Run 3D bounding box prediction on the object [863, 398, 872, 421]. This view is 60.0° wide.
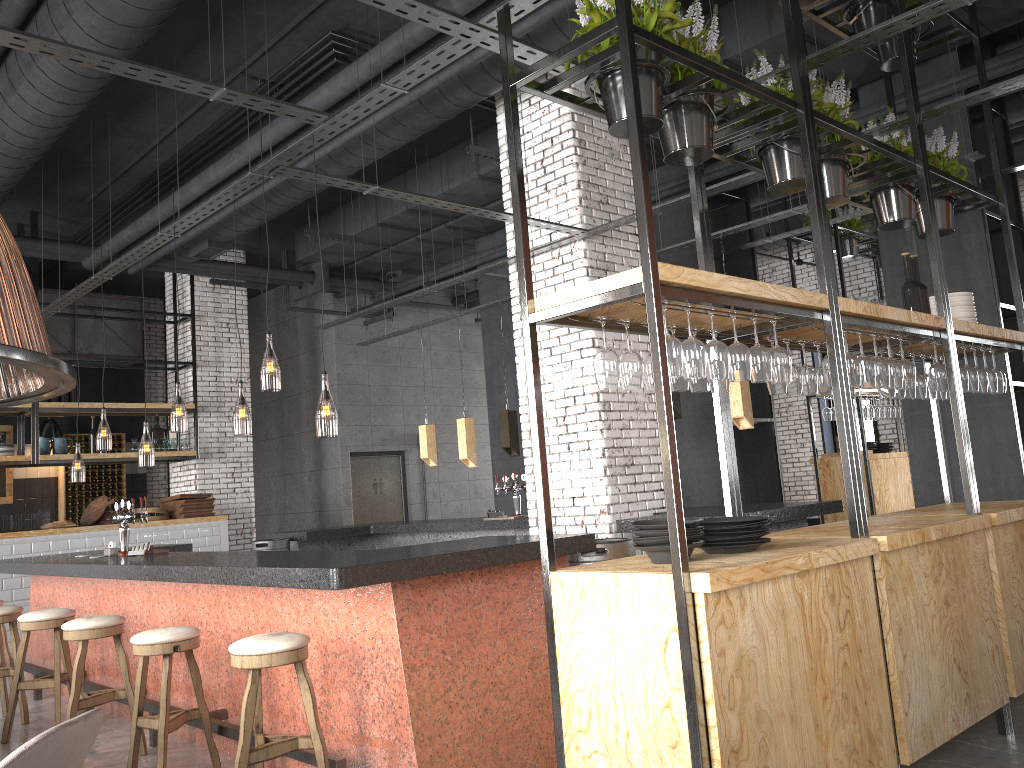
[{"bbox_3d":[4.282,0.305,10.680,0.101,0.268,0.100,-4,-8,-7],"label":"object"}]

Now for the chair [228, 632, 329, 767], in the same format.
[{"bbox_3d":[-0.963,1.468,3.734,0.439,0.808,0.479,-5,-8,5],"label":"chair"}]

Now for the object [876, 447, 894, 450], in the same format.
[{"bbox_3d":[4.339,0.776,10.421,0.306,0.044,0.305,2,-9,-42],"label":"object"}]

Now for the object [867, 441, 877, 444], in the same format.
[{"bbox_3d":[4.064,0.703,10.205,0.257,0.076,0.256,-4,-7,-6],"label":"object"}]

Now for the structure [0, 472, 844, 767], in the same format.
[{"bbox_3d":[-1.086,1.541,7.064,4.308,1.538,5.863,2,-10,-43],"label":"structure"}]

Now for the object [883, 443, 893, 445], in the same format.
[{"bbox_3d":[4.334,0.727,10.429,0.305,0.049,0.305,-2,-7,-18],"label":"object"}]

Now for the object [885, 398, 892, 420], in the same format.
[{"bbox_3d":[4.680,0.318,11.052,0.101,0.268,0.100,-3,-8,-12],"label":"object"}]

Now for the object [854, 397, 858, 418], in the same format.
[{"bbox_3d":[3.837,0.243,9.877,0.101,0.268,0.100,-4,-8,-7],"label":"object"}]

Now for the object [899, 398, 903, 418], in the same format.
[{"bbox_3d":[4.666,0.271,10.652,0.101,0.268,0.100,-4,-8,-7],"label":"object"}]

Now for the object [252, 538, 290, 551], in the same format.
[{"bbox_3d":[-2.434,2.108,9.032,0.399,1.038,0.396,-3,-8,-8],"label":"object"}]

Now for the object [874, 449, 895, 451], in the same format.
[{"bbox_3d":[4.340,0.791,10.419,0.306,0.041,0.305,-1,-8,-26],"label":"object"}]

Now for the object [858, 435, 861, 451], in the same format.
[{"bbox_3d":[3.819,0.602,9.924,0.070,0.369,0.107,3,-11,-44],"label":"object"}]

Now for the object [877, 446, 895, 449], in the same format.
[{"bbox_3d":[4.337,0.768,10.422,0.305,0.046,0.305,-5,-7,4],"label":"object"}]

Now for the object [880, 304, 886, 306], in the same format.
[{"bbox_3d":[4.857,-0.674,11.248,0.416,0.560,0.466,-1,-8,-24],"label":"object"}]

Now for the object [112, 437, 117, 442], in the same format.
[{"bbox_3d":[-6.139,0.851,13.635,0.079,0.079,0.283,2,-10,-43],"label":"object"}]

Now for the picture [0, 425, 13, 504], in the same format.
[{"bbox_3d":[-7.612,1.153,12.552,0.980,1.145,0.020,3,-11,-43],"label":"picture"}]

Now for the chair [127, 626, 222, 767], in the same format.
[{"bbox_3d":[-1.787,1.659,4.538,0.438,0.808,0.480,-8,-8,25],"label":"chair"}]

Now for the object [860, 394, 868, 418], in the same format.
[{"bbox_3d":[3.944,0.247,9.977,0.101,0.268,0.100,-4,-8,-7],"label":"object"}]

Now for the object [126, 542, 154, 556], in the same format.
[{"bbox_3d":[-2.685,1.189,6.395,0.177,0.091,0.091,-7,-8,21],"label":"object"}]

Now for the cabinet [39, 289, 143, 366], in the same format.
[{"bbox_3d":[-7.865,-0.443,11.450,5.861,1.773,0.680,2,-10,-43],"label":"cabinet"}]

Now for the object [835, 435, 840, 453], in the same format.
[{"bbox_3d":[3.762,0.714,10.196,0.056,0.249,0.056,-11,-10,38],"label":"object"}]

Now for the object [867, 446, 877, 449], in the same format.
[{"bbox_3d":[4.067,0.757,10.197,0.257,0.076,0.256,2,-10,-43],"label":"object"}]

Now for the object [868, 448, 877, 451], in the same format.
[{"bbox_3d":[4.070,0.780,10.193,0.257,0.068,0.256,0,-9,-36],"label":"object"}]

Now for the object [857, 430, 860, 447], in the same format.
[{"bbox_3d":[3.746,0.505,9.858,0.106,0.555,0.156,3,-11,-44],"label":"object"}]

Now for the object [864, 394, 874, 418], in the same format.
[{"bbox_3d":[4.052,0.250,10.078,0.101,0.268,0.100,-4,-8,-7],"label":"object"}]

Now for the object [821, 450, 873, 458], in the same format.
[{"bbox_3d":[3.770,0.791,9.980,0.411,0.050,0.410,2,-10,-44],"label":"object"}]

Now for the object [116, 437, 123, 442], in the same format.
[{"bbox_3d":[-6.060,0.851,13.688,0.079,0.079,0.283,2,-10,-43],"label":"object"}]

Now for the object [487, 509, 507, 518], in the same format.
[{"bbox_3d":[-0.143,1.238,8.456,0.177,0.091,0.091,-7,-8,21],"label":"object"}]

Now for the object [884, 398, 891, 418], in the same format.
[{"bbox_3d":[4.375,0.261,10.380,0.101,0.268,0.100,-4,-8,-7],"label":"object"}]

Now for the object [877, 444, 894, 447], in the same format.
[{"bbox_3d":[4.335,0.739,10.427,0.306,0.037,0.305,2,-9,-42],"label":"object"}]

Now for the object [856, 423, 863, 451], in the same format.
[{"bbox_3d":[3.867,0.604,9.970,0.070,0.369,0.107,3,-11,-44],"label":"object"}]

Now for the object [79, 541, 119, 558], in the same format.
[{"bbox_3d":[-3.310,1.295,6.931,0.200,0.106,0.765,2,-10,-43],"label":"object"}]

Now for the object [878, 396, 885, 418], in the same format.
[{"bbox_3d":[4.267,0.257,10.279,0.101,0.268,0.100,-4,-8,-7],"label":"object"}]

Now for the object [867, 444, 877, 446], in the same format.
[{"bbox_3d":[4.066,0.732,10.200,0.257,0.072,0.256,-7,-7,18],"label":"object"}]

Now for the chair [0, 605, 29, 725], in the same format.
[{"bbox_3d":[-3.596,1.973,6.222,0.438,0.808,0.479,-7,-8,20],"label":"chair"}]

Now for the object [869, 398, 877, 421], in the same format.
[{"bbox_3d":[4.378,0.308,10.770,0.101,0.268,0.100,-4,-8,-7],"label":"object"}]

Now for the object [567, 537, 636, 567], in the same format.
[{"bbox_3d":[0.515,1.359,4.727,0.399,1.038,0.396,-3,-8,-8],"label":"object"}]

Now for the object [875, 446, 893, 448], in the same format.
[{"bbox_3d":[4.337,0.753,10.425,0.306,0.042,0.305,-5,-7,4],"label":"object"}]

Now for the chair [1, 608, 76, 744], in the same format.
[{"bbox_3d":[-3.048,1.872,5.735,0.439,0.808,0.479,-4,-8,-5],"label":"chair"}]

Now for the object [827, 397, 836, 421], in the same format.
[{"bbox_3d":[3.642,0.283,10.082,0.101,0.268,0.100,-4,-8,-7],"label":"object"}]

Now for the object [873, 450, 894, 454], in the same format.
[{"bbox_3d":[4.341,0.802,10.418,0.306,0.035,0.305,-4,-7,-6],"label":"object"}]

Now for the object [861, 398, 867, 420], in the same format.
[{"bbox_3d":[4.180,0.301,10.585,0.101,0.268,0.100,-4,-8,-7],"label":"object"}]

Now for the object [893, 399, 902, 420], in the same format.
[{"bbox_3d":[4.895,0.325,11.254,0.101,0.268,0.100,-3,-8,-12],"label":"object"}]

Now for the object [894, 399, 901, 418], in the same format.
[{"bbox_3d":[4.572,0.268,10.565,0.101,0.268,0.100,-4,-8,-7],"label":"object"}]

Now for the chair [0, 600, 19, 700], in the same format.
[{"bbox_3d":[-4.218,2.108,6.937,0.480,0.808,0.438,-7,-8,15],"label":"chair"}]

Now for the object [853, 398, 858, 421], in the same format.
[{"bbox_3d":[4.073,0.297,10.484,0.101,0.268,0.100,-4,-8,-7],"label":"object"}]

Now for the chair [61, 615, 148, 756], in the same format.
[{"bbox_3d":[-2.417,1.738,5.032,0.480,0.808,0.438,-7,-8,20],"label":"chair"}]

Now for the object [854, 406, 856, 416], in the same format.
[{"bbox_3d":[3.736,0.239,9.782,0.101,0.268,0.100,-4,-8,-7],"label":"object"}]

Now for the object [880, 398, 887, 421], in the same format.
[{"bbox_3d":[4.572,0.314,10.952,0.101,0.268,0.100,-4,-8,-7],"label":"object"}]

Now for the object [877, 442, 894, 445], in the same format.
[{"bbox_3d":[4.333,0.713,10.432,0.305,0.040,0.305,-8,-8,29],"label":"object"}]

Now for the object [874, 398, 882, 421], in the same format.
[{"bbox_3d":[4.471,0.311,10.857,0.101,0.268,0.100,-4,-8,-7],"label":"object"}]

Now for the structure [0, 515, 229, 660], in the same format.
[{"bbox_3d":[-6.049,2.301,9.300,5.797,1.349,1.507,2,-10,-43],"label":"structure"}]

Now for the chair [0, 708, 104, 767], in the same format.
[{"bbox_3d":[-1.494,1.332,2.315,0.802,0.853,0.769,-5,-7,6],"label":"chair"}]

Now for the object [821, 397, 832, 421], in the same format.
[{"bbox_3d":[3.541,0.279,9.988,0.101,0.268,0.100,-4,-8,-7],"label":"object"}]

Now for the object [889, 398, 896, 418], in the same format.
[{"bbox_3d":[4.476,0.265,10.475,0.101,0.268,0.100,-4,-8,-7],"label":"object"}]

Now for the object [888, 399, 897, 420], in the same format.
[{"bbox_3d":[4.788,0.322,11.153,0.101,0.268,0.100,-3,-8,-12],"label":"object"}]

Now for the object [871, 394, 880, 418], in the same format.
[{"bbox_3d":[4.159,0.254,10.179,0.101,0.268,0.100,-4,-8,-7],"label":"object"}]
